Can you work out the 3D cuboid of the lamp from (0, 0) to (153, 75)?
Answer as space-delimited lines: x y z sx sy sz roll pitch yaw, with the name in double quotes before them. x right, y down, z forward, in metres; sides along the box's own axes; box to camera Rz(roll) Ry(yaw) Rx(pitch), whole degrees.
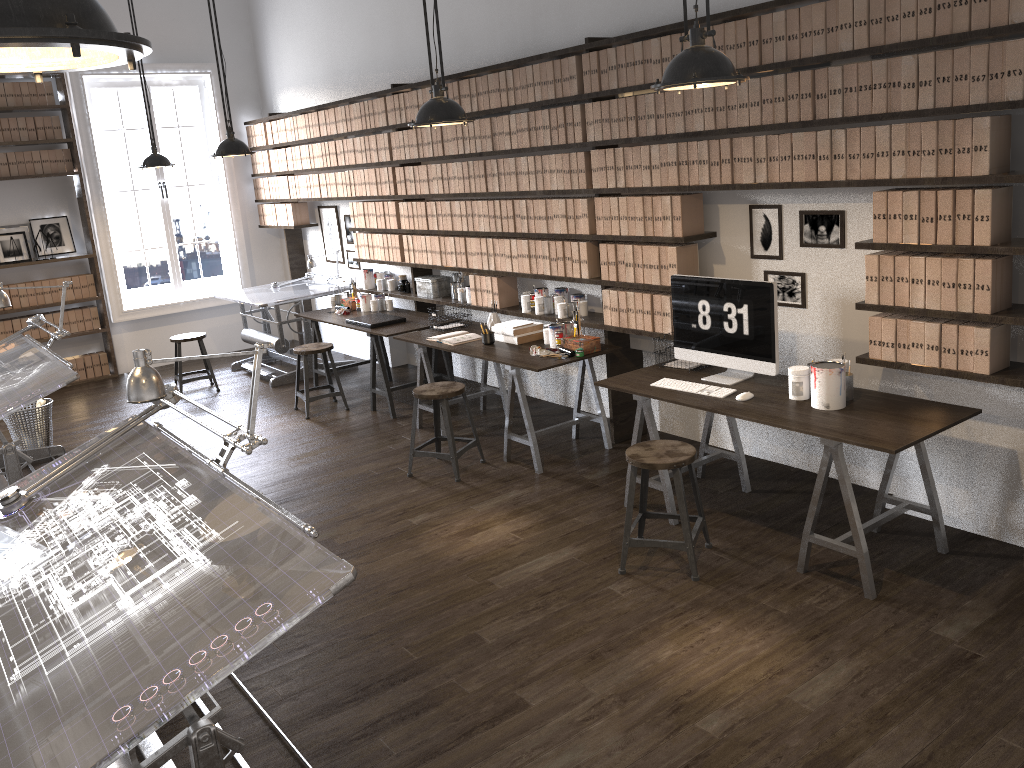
"lamp" -0.702 -1.484 0.861 0.311 2.229 0.315 3 14 33

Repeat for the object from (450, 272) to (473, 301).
"object" -0.411 -0.791 6.857 0.182 0.269 0.158 5 16 38

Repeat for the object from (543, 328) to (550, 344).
"object" 0.231 -0.302 5.615 0.062 0.093 0.062 -2 13 14

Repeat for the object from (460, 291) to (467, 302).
"object" -0.307 -0.677 6.746 0.181 0.092 0.062 -11 14 -21

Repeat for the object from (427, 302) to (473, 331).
"object" -0.448 -0.488 6.447 0.286 0.159 0.205 -15 17 -34

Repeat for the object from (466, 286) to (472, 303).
"object" -0.296 -0.673 6.664 0.094 0.127 0.095 -12 14 -28

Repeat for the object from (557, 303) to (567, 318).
"object" 0.326 -0.476 5.735 0.062 0.095 0.062 -6 13 -4

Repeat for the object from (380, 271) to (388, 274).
"object" -1.146 -0.944 7.960 0.072 0.128 0.072 -3 13 11

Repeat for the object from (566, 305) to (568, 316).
"object" 0.363 -0.488 5.814 0.054 0.080 0.055 7 17 43

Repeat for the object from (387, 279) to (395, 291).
"object" -1.046 -0.856 7.676 0.062 0.093 0.062 5 16 39

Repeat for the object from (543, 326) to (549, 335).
"object" 0.233 -0.320 5.684 0.063 0.092 0.063 -4 13 5

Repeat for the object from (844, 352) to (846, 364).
"object" 1.493 -0.040 3.982 0.007 0.202 0.046 3 14 34

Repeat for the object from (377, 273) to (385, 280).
"object" -1.164 -0.923 7.884 0.070 0.129 0.071 -5 12 2

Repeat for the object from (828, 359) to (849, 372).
"object" 1.503 -0.037 4.084 0.095 0.143 0.095 -9 13 -18

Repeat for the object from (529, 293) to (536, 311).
"object" 0.145 -0.560 6.083 0.044 0.126 0.045 -13 15 -34

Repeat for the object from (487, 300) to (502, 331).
"object" -0.130 -0.481 6.218 0.101 0.207 0.102 -3 12 9

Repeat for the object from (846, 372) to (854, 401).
"object" 1.482 0.014 3.959 0.082 0.121 0.084 2 14 29

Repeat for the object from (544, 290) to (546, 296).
"object" 0.238 -0.565 5.970 0.036 0.147 0.005 -8 12 -12

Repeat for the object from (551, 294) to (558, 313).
"object" 0.290 -0.535 5.937 0.045 0.126 0.045 -9 13 -17

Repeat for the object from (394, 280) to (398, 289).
"object" -1.031 -0.869 7.762 0.054 0.079 0.055 -7 13 -8

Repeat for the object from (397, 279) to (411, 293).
"object" -0.927 -0.828 7.494 0.091 0.107 0.172 -14 16 -34

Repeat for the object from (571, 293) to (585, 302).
"object" 0.438 -0.527 5.846 0.094 0.128 0.095 6 17 40

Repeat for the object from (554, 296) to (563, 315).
"object" 0.310 -0.522 5.880 0.062 0.118 0.062 0 13 22

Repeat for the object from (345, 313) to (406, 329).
"object" -1.072 -0.499 6.955 0.314 0.033 0.448 -15 18 -34

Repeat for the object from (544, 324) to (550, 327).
"object" 0.244 -0.338 5.748 0.062 0.093 0.062 -4 13 5

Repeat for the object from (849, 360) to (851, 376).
"object" 1.507 -0.024 3.961 0.007 0.156 0.054 4 15 37

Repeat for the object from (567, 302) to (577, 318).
"object" 0.393 -0.481 5.733 0.062 0.094 0.064 -6 13 -4

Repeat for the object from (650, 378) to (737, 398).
"object" 0.882 0.018 4.330 0.119 0.017 0.441 -17 18 -38

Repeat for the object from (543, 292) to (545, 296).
"object" 0.233 -0.560 5.991 0.035 0.129 0.004 -7 12 -11

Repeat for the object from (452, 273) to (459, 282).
"object" -0.429 -0.783 7.024 0.079 0.186 0.079 3 14 33

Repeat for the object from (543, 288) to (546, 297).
"object" 0.229 -0.564 5.973 0.030 0.167 0.004 -8 12 -13

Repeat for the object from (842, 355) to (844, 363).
"object" 1.480 -0.038 3.975 0.007 0.178 0.055 3 15 35

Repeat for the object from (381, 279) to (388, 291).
"object" -1.102 -0.861 7.714 0.063 0.092 0.064 5 16 39

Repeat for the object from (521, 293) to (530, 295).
"object" 0.098 -0.564 6.116 0.063 0.117 0.063 -4 12 5

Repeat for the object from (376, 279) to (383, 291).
"object" -1.154 -0.868 7.760 0.062 0.093 0.062 5 16 39

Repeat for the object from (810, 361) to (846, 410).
"object" 1.381 0.010 3.868 0.144 0.194 0.147 1 14 26

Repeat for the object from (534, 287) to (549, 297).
"object" 0.206 -0.573 6.048 0.094 0.160 0.095 -15 16 -38

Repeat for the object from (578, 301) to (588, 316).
"object" 0.462 -0.489 5.741 0.062 0.095 0.062 -6 13 -4

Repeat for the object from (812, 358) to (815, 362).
"object" 1.377 -0.049 4.184 0.097 0.141 0.092 3 15 33

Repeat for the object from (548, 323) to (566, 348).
"object" 0.284 -0.300 5.516 0.104 0.140 0.105 -12 14 -27

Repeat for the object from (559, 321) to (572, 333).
"object" 0.341 -0.325 5.616 0.094 0.127 0.095 -15 16 -38

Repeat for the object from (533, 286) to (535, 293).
"object" 0.165 -0.602 6.139 0.009 0.167 0.041 -12 14 -31

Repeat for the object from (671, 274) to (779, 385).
"object" 1.072 -0.276 4.412 0.205 0.512 0.646 -13 16 -34

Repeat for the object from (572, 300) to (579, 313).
"object" 0.418 -0.497 5.784 0.044 0.101 0.045 7 17 44

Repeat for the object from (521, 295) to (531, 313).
"object" 0.096 -0.547 6.047 0.062 0.118 0.062 -2 13 14

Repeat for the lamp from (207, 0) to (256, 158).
"lamp" -2.077 -2.710 6.073 0.311 2.229 0.315 3 14 33

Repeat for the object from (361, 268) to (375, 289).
"object" -1.286 -0.940 7.921 0.108 0.175 0.107 -13 15 -33

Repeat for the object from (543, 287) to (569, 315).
"object" 0.292 -0.556 5.952 0.206 0.160 0.095 -14 15 -33

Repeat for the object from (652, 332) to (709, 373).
"object" 0.922 -0.173 4.767 0.205 0.159 0.285 -17 18 -42

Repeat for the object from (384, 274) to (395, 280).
"object" -1.074 -0.907 7.832 0.094 0.127 0.096 -6 13 -5

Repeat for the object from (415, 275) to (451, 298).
"object" -0.637 -0.789 7.163 0.194 0.151 0.318 -15 17 -35

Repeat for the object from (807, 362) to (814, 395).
"object" 1.404 -0.021 4.061 0.096 0.141 0.097 -9 13 -18

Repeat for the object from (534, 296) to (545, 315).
"object" 0.185 -0.525 5.934 0.062 0.118 0.062 0 13 22

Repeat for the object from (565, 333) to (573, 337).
"object" 0.361 -0.267 5.462 0.060 0.088 0.060 -13 15 -30

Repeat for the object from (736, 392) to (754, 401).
"object" 1.077 0.056 4.089 0.107 0.028 0.059 -16 18 -38

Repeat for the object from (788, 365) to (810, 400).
"object" 1.305 -0.004 4.023 0.094 0.143 0.095 -7 13 -9
